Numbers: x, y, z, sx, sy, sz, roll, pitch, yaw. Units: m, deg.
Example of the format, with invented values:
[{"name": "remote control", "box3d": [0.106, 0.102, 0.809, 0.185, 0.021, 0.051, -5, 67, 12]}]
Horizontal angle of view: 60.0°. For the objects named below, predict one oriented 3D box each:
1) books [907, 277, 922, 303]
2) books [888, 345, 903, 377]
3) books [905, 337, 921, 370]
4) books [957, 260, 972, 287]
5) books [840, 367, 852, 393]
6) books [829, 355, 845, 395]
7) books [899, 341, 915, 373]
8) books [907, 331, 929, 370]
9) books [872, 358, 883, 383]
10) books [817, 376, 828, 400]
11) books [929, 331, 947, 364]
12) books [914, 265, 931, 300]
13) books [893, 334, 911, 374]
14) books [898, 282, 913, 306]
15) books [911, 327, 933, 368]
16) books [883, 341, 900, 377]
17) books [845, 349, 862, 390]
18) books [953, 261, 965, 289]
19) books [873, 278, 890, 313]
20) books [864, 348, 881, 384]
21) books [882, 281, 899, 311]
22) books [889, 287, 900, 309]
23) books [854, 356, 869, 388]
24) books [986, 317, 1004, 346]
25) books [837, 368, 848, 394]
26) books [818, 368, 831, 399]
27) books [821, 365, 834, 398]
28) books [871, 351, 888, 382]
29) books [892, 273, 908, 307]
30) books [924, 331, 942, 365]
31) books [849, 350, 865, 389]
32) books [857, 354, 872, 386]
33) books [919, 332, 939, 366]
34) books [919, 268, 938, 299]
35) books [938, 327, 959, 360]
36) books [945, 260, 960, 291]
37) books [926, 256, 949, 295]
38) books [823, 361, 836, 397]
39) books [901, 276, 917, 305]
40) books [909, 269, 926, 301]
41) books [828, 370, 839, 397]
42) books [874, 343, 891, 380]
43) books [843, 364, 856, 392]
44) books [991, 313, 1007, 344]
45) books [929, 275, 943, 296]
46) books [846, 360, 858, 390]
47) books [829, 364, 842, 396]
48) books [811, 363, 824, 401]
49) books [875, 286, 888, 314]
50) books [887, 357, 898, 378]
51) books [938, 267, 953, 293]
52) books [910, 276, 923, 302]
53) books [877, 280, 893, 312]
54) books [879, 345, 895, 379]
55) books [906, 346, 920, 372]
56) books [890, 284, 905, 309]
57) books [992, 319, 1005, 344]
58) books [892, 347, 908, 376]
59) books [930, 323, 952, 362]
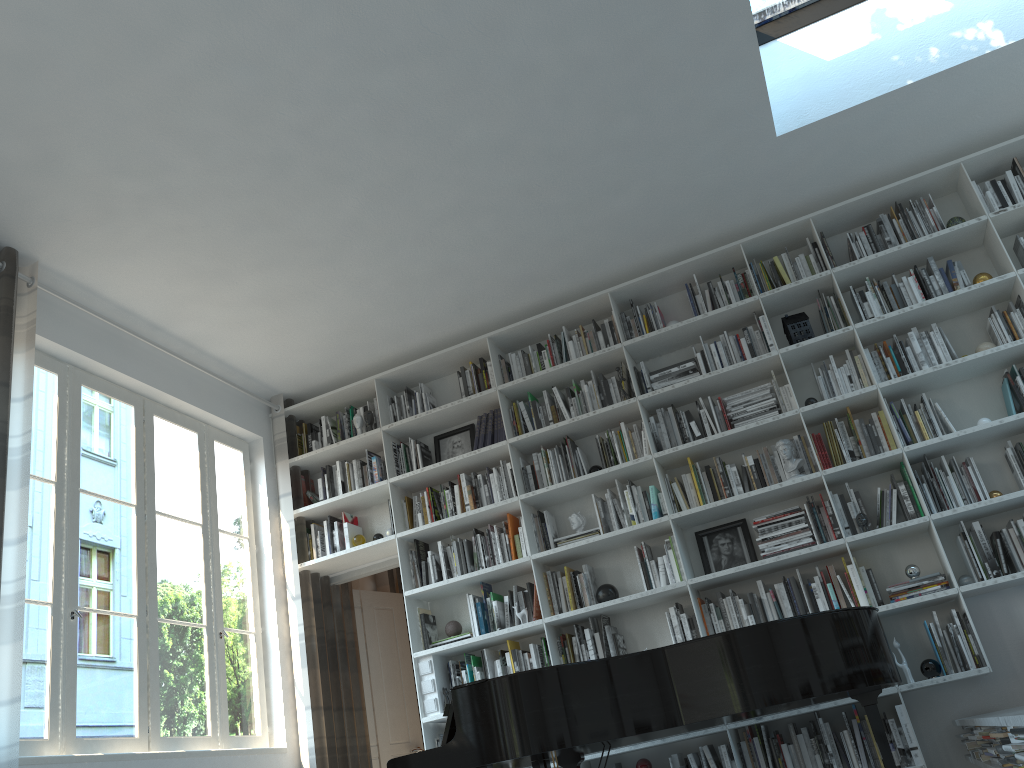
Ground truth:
[{"name": "books", "box3d": [2.268, -0.473, 4.978, 0.021, 0.208, 0.181, -19, -26, 16]}, {"name": "books", "box3d": [2.134, -0.081, 4.912, 0.013, 0.235, 0.158, -19, -26, 16]}, {"name": "books", "box3d": [2.224, -0.120, 4.892, 0.011, 0.255, 0.132, -19, -26, 16]}, {"name": "books", "box3d": [2.521, -0.557, 4.936, 0.026, 0.228, 0.141, -19, -26, 16]}, {"name": "books", "box3d": [1.881, 0.023, 4.970, 0.027, 0.195, 0.185, -19, -26, 16]}, {"name": "books", "box3d": [1.837, -0.006, 4.984, 0.028, 0.274, 0.187, -19, -26, 16]}, {"name": "books", "box3d": [2.182, -0.103, 4.887, 0.022, 0.236, 0.165, -19, -26, 16]}, {"name": "books", "box3d": [2.233, -0.138, 4.867, 0.030, 0.262, 0.182, -19, -26, 16]}, {"name": "books", "box3d": [2.046, -0.030, 4.950, 0.013, 0.209, 0.140, -19, -26, 16]}, {"name": "books", "box3d": [1.764, 0.068, 5.001, 0.028, 0.184, 0.182, -19, -26, 16]}, {"name": "books", "box3d": [2.334, -0.151, 4.847, 0.021, 0.231, 0.183, -19, -26, 16]}, {"name": "books", "box3d": [2.325, -0.516, 5.002, 0.012, 0.284, 0.160, -19, -26, 16]}, {"name": "books", "box3d": [2.159, -0.119, 4.895, 0.014, 0.279, 0.178, -19, -26, 16]}, {"name": "books", "box3d": [2.236, -0.453, 5.015, 0.025, 0.215, 0.144, -19, -26, 16]}, {"name": "books", "box3d": [2.266, -0.153, 4.888, 0.027, 0.294, 0.160, -19, -26, 16]}, {"name": "books", "box3d": [2.125, -0.091, 4.943, 0.014, 0.282, 0.136, -19, -26, 16]}, {"name": "books", "box3d": [1.928, -0.036, 4.983, 0.028, 0.292, 0.155, -19, -26, 16]}, {"name": "books", "box3d": [2.482, -0.546, 4.928, 0.048, 0.215, 0.183, -19, -26, 16]}, {"name": "books", "box3d": [2.122, -0.451, 5.063, 0.021, 0.294, 0.139, -19, -26, 16]}, {"name": "books", "box3d": [2.013, -0.051, 4.940, 0.028, 0.250, 0.190, -19, -26, 16]}, {"name": "books", "box3d": [2.154, -0.444, 5.027, 0.027, 0.240, 0.160, -19, -26, 16]}, {"name": "books", "box3d": [2.182, -0.433, 5.032, 0.014, 0.214, 0.132, -19, -26, 16]}, {"name": "books", "box3d": [1.956, -0.024, 4.945, 0.028, 0.228, 0.177, -19, -26, 16]}, {"name": "books", "box3d": [2.610, -0.235, 4.776, 0.015, 0.219, 0.140, -19, -26, 16]}, {"name": "books", "box3d": [1.863, 0.028, 4.973, 0.024, 0.194, 0.173, -19, -26, 16]}, {"name": "books", "box3d": [1.784, 0.043, 5.026, 0.024, 0.241, 0.160, -19, -26, 16]}, {"name": "books", "box3d": [1.797, 0.033, 5.018, 0.028, 0.249, 0.165, -19, -26, 16]}, {"name": "books", "box3d": [2.062, -0.053, 4.947, 0.030, 0.241, 0.138, -19, -26, 16]}, {"name": "books", "box3d": [2.213, -0.477, 5.035, 0.013, 0.283, 0.155, -19, -26, 16]}, {"name": "books", "box3d": [2.316, -0.152, 4.872, 0.024, 0.261, 0.134, -19, -26, 16]}, {"name": "books", "box3d": [1.943, -0.034, 4.974, 0.025, 0.276, 0.173, -19, -26, 16]}, {"name": "books", "box3d": [1.978, -0.028, 4.955, 0.026, 0.237, 0.173, -19, -26, 16]}, {"name": "books", "box3d": [2.288, -0.143, 4.858, 0.025, 0.243, 0.184, -19, -26, 16]}, {"name": "books", "box3d": [2.341, -0.508, 4.971, 0.030, 0.237, 0.186, -19, -26, 16]}, {"name": "books", "box3d": [2.393, -0.176, 4.845, 0.034, 0.253, 0.161, -19, -26, 16]}, {"name": "books", "box3d": [2.456, -0.550, 4.930, 0.054, 0.234, 0.172, -19, -26, 16]}, {"name": "books", "box3d": [2.385, -0.550, 4.957, 0.029, 0.284, 0.184, -19, -26, 16]}, {"name": "books", "box3d": [1.808, 0.017, 5.020, 0.019, 0.274, 0.146, -19, -26, 16]}, {"name": "books", "box3d": [2.251, -0.474, 5.002, 0.023, 0.235, 0.150, -19, -26, 16]}, {"name": "books", "box3d": [2.293, -0.501, 4.995, 0.012, 0.263, 0.157, -19, -26, 16]}, {"name": "books", "box3d": [1.824, 0.043, 5.002, 0.023, 0.206, 0.171, -19, -26, 16]}, {"name": "books", "box3d": [2.077, -0.077, 4.945, 0.014, 0.277, 0.154, -19, -26, 16]}, {"name": "books", "box3d": [1.899, 0.010, 4.968, 0.029, 0.210, 0.158, -19, -26, 16]}, {"name": "books", "box3d": [2.624, -0.248, 4.768, 0.012, 0.231, 0.154, -19, -26, 16]}, {"name": "books", "box3d": [2.374, -0.491, 4.955, 0.027, 0.181, 0.177, -19, -26, 16]}, {"name": "books", "box3d": [1.917, -0.004, 4.974, 0.024, 0.233, 0.150, -19, -26, 16]}, {"name": "books", "box3d": [1.833, 0.024, 4.999, 0.023, 0.235, 0.179, -19, -26, 16]}, {"name": "books", "box3d": [1.751, 0.034, 5.044, 0.019, 0.284, 0.160, -19, -26, 16]}, {"name": "books", "box3d": [2.113, -0.422, 5.049, 0.012, 0.234, 0.166, -19, -26, 16]}, {"name": "books", "box3d": [2.113, -0.044, 4.912, 0.021, 0.178, 0.137, -19, -26, 16]}, {"name": "books", "box3d": [2.424, -0.522, 4.947, 0.030, 0.212, 0.157, -19, -26, 16]}, {"name": "books", "box3d": [2.286, -0.479, 4.988, 0.011, 0.221, 0.159, -19, -26, 16]}, {"name": "books", "box3d": [2.142, -0.446, 5.061, 0.013, 0.275, 0.133, -19, -26, 16]}, {"name": "books", "box3d": [2.086, -0.073, 4.920, 0.014, 0.246, 0.177, -19, -26, 16]}, {"name": "books", "box3d": [2.211, -0.089, 4.879, 0.025, 0.193, 0.171, -19, -26, 16]}, {"name": "books", "box3d": [2.201, -0.442, 5.032, 0.028, 0.222, 0.142, -19, -26, 16]}, {"name": "books", "box3d": [2.619, -0.233, 4.767, 0.005, 0.204, 0.154, -19, -26, 16]}, {"name": "books", "box3d": [2.155, -0.077, 4.905, 0.026, 0.215, 0.162, -19, -26, 16]}, {"name": "books", "box3d": [2.347, -0.180, 4.839, 0.024, 0.271, 0.170, -19, -26, 16]}]
